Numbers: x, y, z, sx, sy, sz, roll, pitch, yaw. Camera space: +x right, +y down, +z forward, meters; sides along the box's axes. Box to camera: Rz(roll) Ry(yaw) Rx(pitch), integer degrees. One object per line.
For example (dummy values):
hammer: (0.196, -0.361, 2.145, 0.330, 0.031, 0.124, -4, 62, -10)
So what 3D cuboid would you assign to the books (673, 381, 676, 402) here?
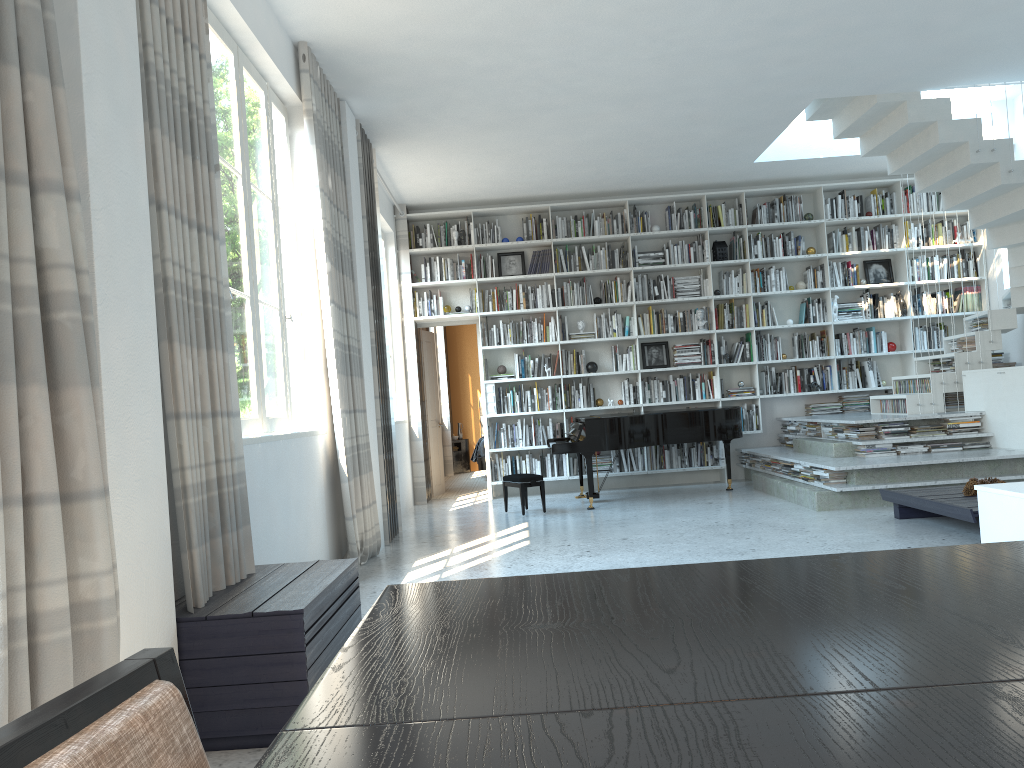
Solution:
books: (1.766, 0.083, 9.716, 0.025, 0.220, 0.140, -4, -1, 0)

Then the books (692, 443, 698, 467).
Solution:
books: (1.996, 0.754, 9.683, 0.011, 0.292, 0.184, -4, -1, 0)

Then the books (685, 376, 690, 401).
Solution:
books: (1.907, 0.050, 9.697, 0.028, 0.264, 0.161, -4, -1, 0)

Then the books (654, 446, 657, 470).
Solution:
books: (1.560, 0.763, 9.696, 0.012, 0.337, 0.144, -4, -1, 0)

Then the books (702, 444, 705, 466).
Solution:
books: (2.074, 0.776, 9.700, 0.028, 0.238, 0.140, -4, -1, 0)

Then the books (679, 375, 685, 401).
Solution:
books: (1.864, 0.043, 9.721, 0.014, 0.286, 0.134, -4, -1, 0)

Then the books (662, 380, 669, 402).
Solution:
books: (1.676, 0.080, 9.697, 0.029, 0.238, 0.166, -4, -1, 0)

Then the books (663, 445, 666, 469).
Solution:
books: (1.654, 0.798, 9.708, 0.012, 0.255, 0.150, -4, -1, 0)

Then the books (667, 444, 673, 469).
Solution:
books: (1.729, 0.773, 9.702, 0.026, 0.294, 0.155, -4, -1, 0)

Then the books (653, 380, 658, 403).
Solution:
books: (1.563, 0.084, 9.703, 0.027, 0.245, 0.179, -4, -1, 0)

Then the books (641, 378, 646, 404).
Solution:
books: (1.441, 0.078, 9.708, 0.011, 0.275, 0.146, -4, -1, 0)

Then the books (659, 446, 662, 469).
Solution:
books: (1.614, 0.805, 9.707, 0.022, 0.247, 0.144, -4, -1, 0)

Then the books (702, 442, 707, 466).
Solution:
books: (2.093, 0.765, 9.685, 0.011, 0.258, 0.171, -4, -1, 0)

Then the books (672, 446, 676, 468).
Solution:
books: (1.759, 0.801, 9.704, 0.030, 0.234, 0.138, -4, -1, 0)

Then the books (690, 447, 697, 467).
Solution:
books: (1.979, 0.797, 9.682, 0.029, 0.210, 0.170, -4, -1, 0)

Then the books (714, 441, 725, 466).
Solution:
books: (2.255, 0.746, 9.625, 0.038, 0.269, 0.277, -4, -1, 0)

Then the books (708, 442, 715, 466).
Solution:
books: (2.179, 0.760, 9.688, 0.013, 0.256, 0.176, -4, -1, 0)

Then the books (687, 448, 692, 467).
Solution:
books: (1.934, 0.799, 9.709, 0.040, 0.212, 0.129, -4, -1, 0)

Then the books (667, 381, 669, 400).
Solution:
books: (1.698, 0.082, 9.707, 0.013, 0.230, 0.139, -4, -1, 0)

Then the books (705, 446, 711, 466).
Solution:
books: (2.135, 0.788, 9.684, 0.022, 0.205, 0.191, -4, -1, 0)

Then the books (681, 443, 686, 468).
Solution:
books: (1.865, 0.742, 9.684, 0.014, 0.335, 0.183, -4, -1, 0)

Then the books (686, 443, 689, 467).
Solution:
books: (1.901, 0.777, 9.701, 0.024, 0.262, 0.131, -4, -1, 0)

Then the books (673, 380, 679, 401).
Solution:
books: (1.793, 0.072, 9.709, 0.031, 0.237, 0.159, -4, -1, 0)

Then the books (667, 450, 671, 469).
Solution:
books: (1.705, 0.824, 9.713, 0.030, 0.197, 0.143, -4, -1, 0)

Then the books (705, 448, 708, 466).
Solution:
books: (2.113, 0.797, 9.695, 0.024, 0.191, 0.155, -4, -1, 0)

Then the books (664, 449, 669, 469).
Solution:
books: (1.676, 0.820, 9.683, 0.028, 0.206, 0.175, -4, -1, 0)

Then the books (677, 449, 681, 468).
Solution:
books: (1.816, 0.812, 9.701, 0.024, 0.203, 0.144, -4, -1, 0)

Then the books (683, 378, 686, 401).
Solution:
books: (1.878, 0.059, 9.714, 0.011, 0.251, 0.158, -4, -1, 0)

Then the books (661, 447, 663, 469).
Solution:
books: (1.631, 0.808, 9.703, 0.012, 0.239, 0.128, -4, -1, 0)

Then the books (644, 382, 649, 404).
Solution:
books: (1.461, 0.097, 9.697, 0.027, 0.234, 0.167, -4, -1, 0)

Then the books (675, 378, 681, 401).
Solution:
books: (1.820, 0.062, 9.724, 0.025, 0.254, 0.136, -4, -1, 0)

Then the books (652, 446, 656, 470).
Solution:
books: (1.544, 0.801, 9.706, 0.025, 0.263, 0.145, -4, -1, 0)

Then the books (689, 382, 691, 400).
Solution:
books: (1.933, 0.079, 9.711, 0.021, 0.202, 0.128, -4, -1, 0)

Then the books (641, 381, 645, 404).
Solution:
books: (1.422, 0.095, 9.715, 0.029, 0.244, 0.154, -4, -1, 0)

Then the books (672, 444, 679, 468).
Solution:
books: (1.788, 0.785, 9.704, 0.028, 0.261, 0.132, -4, -1, 0)

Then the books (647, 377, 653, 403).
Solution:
books: (1.510, 0.066, 9.726, 0.027, 0.290, 0.140, -4, -1, 0)

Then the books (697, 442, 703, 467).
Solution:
books: (2.051, 0.738, 9.677, 0.013, 0.317, 0.186, -4, -1, 0)

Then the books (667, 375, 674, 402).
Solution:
books: (1.738, 0.049, 9.708, 0.026, 0.291, 0.152, -4, -1, 0)

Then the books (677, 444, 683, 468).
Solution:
books: (1.832, 0.770, 9.689, 0.013, 0.285, 0.185, -4, -1, 0)

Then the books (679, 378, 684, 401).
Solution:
books: (1.845, 0.064, 9.697, 0.026, 0.245, 0.191, -4, -1, 0)

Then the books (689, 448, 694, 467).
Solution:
books: (1.959, 0.800, 9.677, 0.010, 0.206, 0.180, -4, -1, 0)

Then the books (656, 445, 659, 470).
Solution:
books: (1.583, 0.775, 9.697, 0.034, 0.311, 0.170, -4, -1, 0)

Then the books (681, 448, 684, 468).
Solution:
books: (1.852, 0.805, 9.693, 0.022, 0.213, 0.167, -4, -1, 0)

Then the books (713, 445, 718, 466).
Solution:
books: (2.201, 0.777, 9.681, 0.029, 0.217, 0.191, -4, -1, 0)

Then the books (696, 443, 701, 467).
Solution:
books: (2.025, 0.773, 9.673, 0.044, 0.251, 0.187, -4, -1, 0)

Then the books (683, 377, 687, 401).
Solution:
books: (1.888, 0.053, 9.704, 0.010, 0.261, 0.181, -4, -1, 0)

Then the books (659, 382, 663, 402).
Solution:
books: (1.623, 0.094, 9.695, 0.023, 0.217, 0.174, -4, -1, 0)

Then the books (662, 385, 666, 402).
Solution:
books: (1.649, 0.109, 9.690, 0.029, 0.184, 0.174, -4, -1, 0)

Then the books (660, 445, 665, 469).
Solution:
books: (1.642, 0.788, 9.708, 0.012, 0.276, 0.154, -4, -1, 0)

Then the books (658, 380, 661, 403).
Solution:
books: (1.600, 0.082, 9.717, 0.021, 0.244, 0.141, -4, -1, 0)

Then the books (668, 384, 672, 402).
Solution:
books: (1.717, 0.098, 9.695, 0.023, 0.196, 0.165, -4, -1, 0)

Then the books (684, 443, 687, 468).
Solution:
books: (1.881, 0.765, 9.685, 0.014, 0.288, 0.184, -4, -1, 0)

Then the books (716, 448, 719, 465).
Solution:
books: (2.228, 0.794, 9.693, 0.023, 0.182, 0.148, -4, -1, 0)

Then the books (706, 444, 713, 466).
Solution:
books: (2.160, 0.775, 9.696, 0.028, 0.227, 0.162, -4, -1, 0)

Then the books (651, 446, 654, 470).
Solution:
books: (1.527, 0.805, 9.716, 0.010, 0.259, 0.131, -4, -1, 0)

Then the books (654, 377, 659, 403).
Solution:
books: (1.581, 0.064, 9.699, 0.013, 0.282, 0.166, -4, -1, 0)

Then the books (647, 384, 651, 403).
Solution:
books: (1.488, 0.108, 9.709, 0.024, 0.208, 0.170, -4, -1, 0)

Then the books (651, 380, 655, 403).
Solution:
books: (1.537, 0.085, 9.720, 0.024, 0.247, 0.132, -4, -1, 0)

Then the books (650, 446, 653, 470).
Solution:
books: (1.513, 0.765, 9.704, 0.014, 0.340, 0.140, -4, -1, 0)
